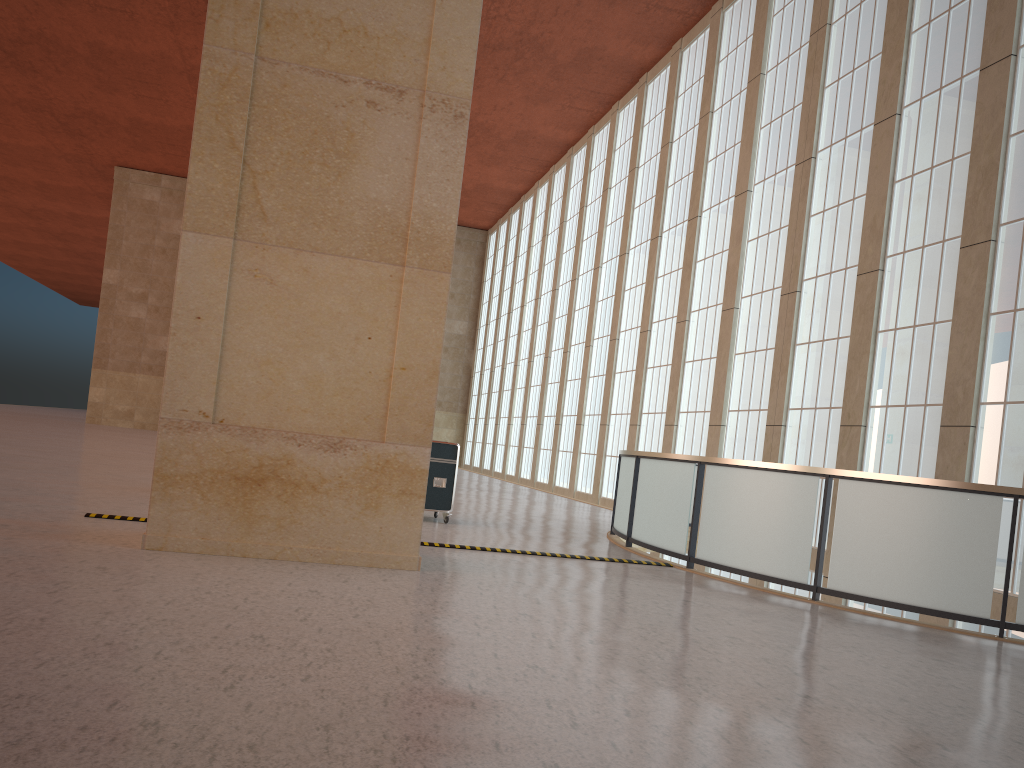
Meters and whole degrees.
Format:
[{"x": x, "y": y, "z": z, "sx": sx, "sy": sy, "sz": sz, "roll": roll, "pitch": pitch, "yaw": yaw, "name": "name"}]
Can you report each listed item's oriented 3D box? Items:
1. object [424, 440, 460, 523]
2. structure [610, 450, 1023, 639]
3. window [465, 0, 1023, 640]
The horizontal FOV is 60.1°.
[{"x": -1.694, "y": 1.846, "z": 17.144, "sx": 1.057, "sy": 1.540, "sz": 1.272, "roll": 7, "pitch": -2, "yaw": -14, "name": "object"}, {"x": 4.940, "y": 2.357, "z": 15.137, "sx": 5.260, "sy": 1.793, "sz": 13.065, "roll": 8, "pitch": -4, "yaw": -24, "name": "structure"}, {"x": -6.780, "y": 3.470, "z": 79.648, "sx": 0.010, "sy": 28.607, "sz": 164.938, "roll": 7, "pitch": -4, "yaw": -13, "name": "window"}]
